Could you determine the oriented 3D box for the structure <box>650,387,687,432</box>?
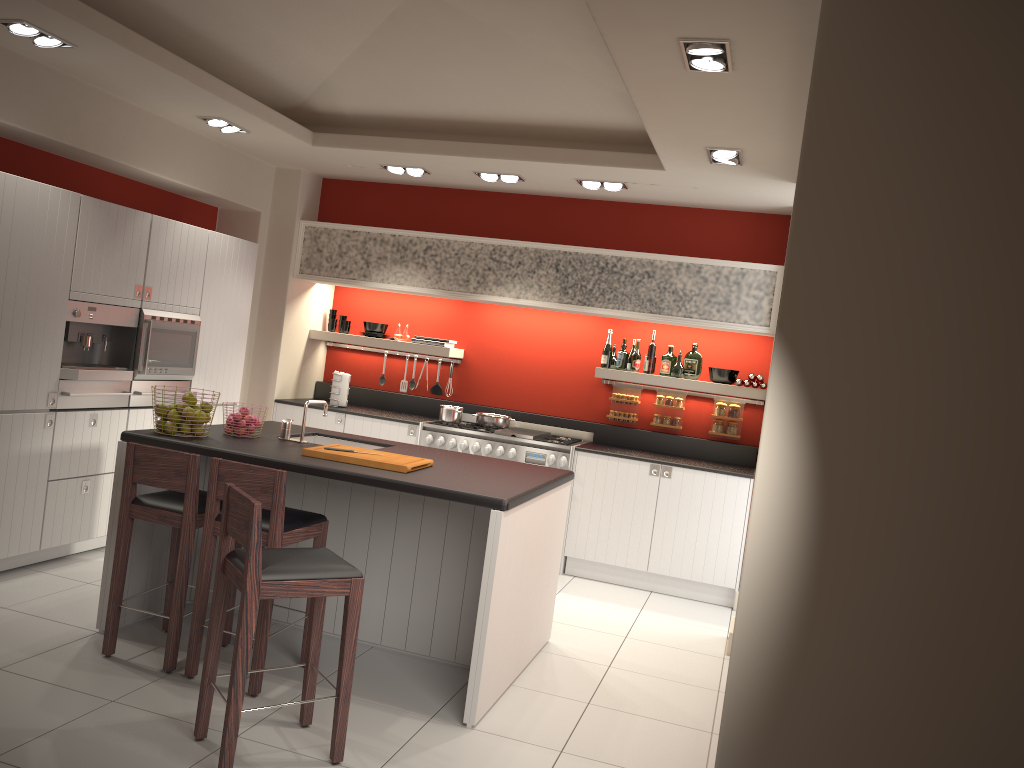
[{"bbox_3d":[1.315,0.214,7.442,0.256,0.347,0.130,8,2,16],"label":"structure"}]

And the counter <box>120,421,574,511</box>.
[{"bbox_3d":[-0.801,0.398,4.848,2.054,0.050,1.415,8,2,16],"label":"counter"}]

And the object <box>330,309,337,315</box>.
[{"bbox_3d":[-1.669,-0.655,8.266,0.070,0.076,0.070,7,2,-13],"label":"object"}]

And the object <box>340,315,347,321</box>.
[{"bbox_3d":[-1.569,-0.597,8.237,0.070,0.076,0.070,7,2,-13],"label":"object"}]

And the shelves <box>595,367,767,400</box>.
[{"bbox_3d":[1.398,-0.003,7.326,1.379,0.083,0.376,8,2,16],"label":"shelves"}]

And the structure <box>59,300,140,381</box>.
[{"bbox_3d":[-2.721,-0.284,5.596,0.453,0.470,0.623,8,2,16],"label":"structure"}]

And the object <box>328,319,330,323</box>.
[{"bbox_3d":[-1.681,-0.568,8.269,0.070,0.076,0.070,7,2,-13],"label":"object"}]

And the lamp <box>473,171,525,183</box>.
[{"bbox_3d":[-0.094,-1.601,6.770,0.361,0.104,0.199,8,2,16],"label":"lamp"}]

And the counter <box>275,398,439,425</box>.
[{"bbox_3d":[-1.302,0.237,7.790,1.360,0.026,0.699,8,2,16],"label":"counter"}]

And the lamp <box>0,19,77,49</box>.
[{"bbox_3d":[-2.483,-1.841,4.631,0.199,0.103,0.361,8,2,16],"label":"lamp"}]

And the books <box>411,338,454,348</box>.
[{"bbox_3d":[-0.704,-0.364,7.903,0.331,0.042,0.207,8,2,21],"label":"books"}]

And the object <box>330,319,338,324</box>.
[{"bbox_3d":[-1.631,-0.555,8.092,0.070,0.076,0.070,7,2,-13],"label":"object"}]

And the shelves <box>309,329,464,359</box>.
[{"bbox_3d":[-1.146,-0.365,8.061,1.379,0.083,0.376,8,2,16],"label":"shelves"}]

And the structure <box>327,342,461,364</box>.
[{"bbox_3d":[-1.104,-0.291,8.216,1.355,0.034,0.054,8,2,16],"label":"structure"}]

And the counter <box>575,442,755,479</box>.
[{"bbox_3d":[1.232,0.596,7.058,1.360,0.026,0.699,8,2,16],"label":"counter"}]

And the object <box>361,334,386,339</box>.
[{"bbox_3d":[-1.261,-0.432,8.118,0.280,0.016,0.280,8,2,15],"label":"object"}]

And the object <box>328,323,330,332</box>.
[{"bbox_3d":[-1.686,-0.524,8.270,0.070,0.076,0.070,7,2,-13],"label":"object"}]

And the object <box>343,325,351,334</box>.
[{"bbox_3d":[-1.516,-0.496,8.110,0.070,0.076,0.070,7,2,-13],"label":"object"}]

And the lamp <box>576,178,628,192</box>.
[{"bbox_3d":[0.668,-1.493,6.550,0.361,0.103,0.199,8,2,16],"label":"lamp"}]

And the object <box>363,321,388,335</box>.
[{"bbox_3d":[-1.251,-0.504,8.116,0.232,0.108,0.233,6,2,-33],"label":"object"}]

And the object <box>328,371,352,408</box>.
[{"bbox_3d":[-1.505,0.045,7.742,0.168,0.304,0.163,6,2,-45],"label":"object"}]

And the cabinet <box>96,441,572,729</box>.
[{"bbox_3d":[-0.877,0.924,4.865,2.035,1.011,1.423,8,2,16],"label":"cabinet"}]

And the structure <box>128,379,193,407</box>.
[{"bbox_3d":[-2.441,0.065,6.168,0.129,0.177,0.617,8,2,16],"label":"structure"}]

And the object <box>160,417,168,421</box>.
[{"bbox_3d":[-1.804,0.156,4.637,0.076,0.077,0.076,7,2,-19],"label":"object"}]

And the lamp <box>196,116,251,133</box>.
[{"bbox_3d":[-2.023,-1.827,6.233,0.199,0.084,0.361,8,2,16],"label":"lamp"}]

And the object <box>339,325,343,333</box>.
[{"bbox_3d":[-1.580,-0.509,8.239,0.070,0.076,0.070,7,2,-13],"label":"object"}]

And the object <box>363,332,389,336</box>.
[{"bbox_3d":[-1.258,-0.453,8.118,0.280,0.016,0.280,8,2,15],"label":"object"}]

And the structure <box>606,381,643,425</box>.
[{"bbox_3d":[0.956,0.163,7.546,0.256,0.347,0.130,8,2,16],"label":"structure"}]

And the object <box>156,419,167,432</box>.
[{"bbox_3d":[-1.800,0.212,4.574,0.068,0.068,0.068,8,2,27],"label":"object"}]

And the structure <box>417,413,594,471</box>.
[{"bbox_3d":[-0.109,0.865,7.394,1.322,1.085,0.778,8,2,16],"label":"structure"}]

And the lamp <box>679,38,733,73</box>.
[{"bbox_3d":[0.811,-1.377,3.679,0.199,0.085,0.361,8,2,16],"label":"lamp"}]

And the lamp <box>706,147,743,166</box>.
[{"bbox_3d":[1.272,-1.370,5.280,0.199,0.090,0.361,8,2,16],"label":"lamp"}]

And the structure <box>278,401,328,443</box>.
[{"bbox_3d":[-1.176,0.208,4.994,0.183,0.249,0.224,8,2,16],"label":"structure"}]

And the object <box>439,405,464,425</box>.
[{"bbox_3d":[-0.512,0.260,7.395,0.201,0.148,0.201,8,2,9],"label":"object"}]

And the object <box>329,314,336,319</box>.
[{"bbox_3d":[-1.675,-0.612,8.267,0.070,0.076,0.070,7,2,-13],"label":"object"}]

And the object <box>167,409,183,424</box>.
[{"bbox_3d":[-1.736,0.168,4.565,0.076,0.077,0.076,7,2,-19],"label":"object"}]

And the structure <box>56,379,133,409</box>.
[{"bbox_3d":[-2.615,0.063,5.562,0.129,0.177,0.617,8,2,16],"label":"structure"}]

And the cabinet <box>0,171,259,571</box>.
[{"bbox_3d":[-2.846,-0.050,5.959,0.717,2.250,2.557,8,2,16],"label":"cabinet"}]

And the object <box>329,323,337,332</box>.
[{"bbox_3d":[-1.637,-0.512,8.093,0.070,0.076,0.070,7,2,-13],"label":"object"}]

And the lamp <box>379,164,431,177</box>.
[{"bbox_3d":[-0.838,-1.705,6.985,0.361,0.109,0.199,8,2,16],"label":"lamp"}]

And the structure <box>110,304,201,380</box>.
[{"bbox_3d":[-2.475,-0.276,6.177,0.332,0.473,0.610,8,2,16],"label":"structure"}]

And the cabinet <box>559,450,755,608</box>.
[{"bbox_3d":[1.168,1.102,7.073,1.361,0.993,0.687,8,2,16],"label":"cabinet"}]

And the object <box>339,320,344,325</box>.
[{"bbox_3d":[-1.575,-0.553,8.238,0.070,0.076,0.070,7,2,-13],"label":"object"}]

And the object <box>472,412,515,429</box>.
[{"bbox_3d":[-0.162,0.317,7.631,0.309,0.104,0.309,9,3,44],"label":"object"}]

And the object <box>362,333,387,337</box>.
[{"bbox_3d":[-1.259,-0.442,8.118,0.280,0.016,0.280,8,2,15],"label":"object"}]

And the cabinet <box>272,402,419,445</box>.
[{"bbox_3d":[-1.371,0.742,7.807,1.361,0.993,0.687,8,2,16],"label":"cabinet"}]

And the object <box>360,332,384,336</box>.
[{"bbox_3d":[-1.259,-0.448,8.118,0.280,0.016,0.280,8,2,15],"label":"object"}]

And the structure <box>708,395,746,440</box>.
[{"bbox_3d":[1.772,0.279,7.310,0.256,0.347,0.130,8,2,16],"label":"structure"}]

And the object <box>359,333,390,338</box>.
[{"bbox_3d":[-1.260,-0.437,8.118,0.280,0.016,0.280,8,2,15],"label":"object"}]

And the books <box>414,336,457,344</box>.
[{"bbox_3d":[-0.679,-0.396,7.918,0.332,0.026,0.207,8,2,16],"label":"books"}]

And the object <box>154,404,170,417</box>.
[{"bbox_3d":[-1.802,0.137,4.570,0.077,0.068,0.076,8,2,9],"label":"object"}]
